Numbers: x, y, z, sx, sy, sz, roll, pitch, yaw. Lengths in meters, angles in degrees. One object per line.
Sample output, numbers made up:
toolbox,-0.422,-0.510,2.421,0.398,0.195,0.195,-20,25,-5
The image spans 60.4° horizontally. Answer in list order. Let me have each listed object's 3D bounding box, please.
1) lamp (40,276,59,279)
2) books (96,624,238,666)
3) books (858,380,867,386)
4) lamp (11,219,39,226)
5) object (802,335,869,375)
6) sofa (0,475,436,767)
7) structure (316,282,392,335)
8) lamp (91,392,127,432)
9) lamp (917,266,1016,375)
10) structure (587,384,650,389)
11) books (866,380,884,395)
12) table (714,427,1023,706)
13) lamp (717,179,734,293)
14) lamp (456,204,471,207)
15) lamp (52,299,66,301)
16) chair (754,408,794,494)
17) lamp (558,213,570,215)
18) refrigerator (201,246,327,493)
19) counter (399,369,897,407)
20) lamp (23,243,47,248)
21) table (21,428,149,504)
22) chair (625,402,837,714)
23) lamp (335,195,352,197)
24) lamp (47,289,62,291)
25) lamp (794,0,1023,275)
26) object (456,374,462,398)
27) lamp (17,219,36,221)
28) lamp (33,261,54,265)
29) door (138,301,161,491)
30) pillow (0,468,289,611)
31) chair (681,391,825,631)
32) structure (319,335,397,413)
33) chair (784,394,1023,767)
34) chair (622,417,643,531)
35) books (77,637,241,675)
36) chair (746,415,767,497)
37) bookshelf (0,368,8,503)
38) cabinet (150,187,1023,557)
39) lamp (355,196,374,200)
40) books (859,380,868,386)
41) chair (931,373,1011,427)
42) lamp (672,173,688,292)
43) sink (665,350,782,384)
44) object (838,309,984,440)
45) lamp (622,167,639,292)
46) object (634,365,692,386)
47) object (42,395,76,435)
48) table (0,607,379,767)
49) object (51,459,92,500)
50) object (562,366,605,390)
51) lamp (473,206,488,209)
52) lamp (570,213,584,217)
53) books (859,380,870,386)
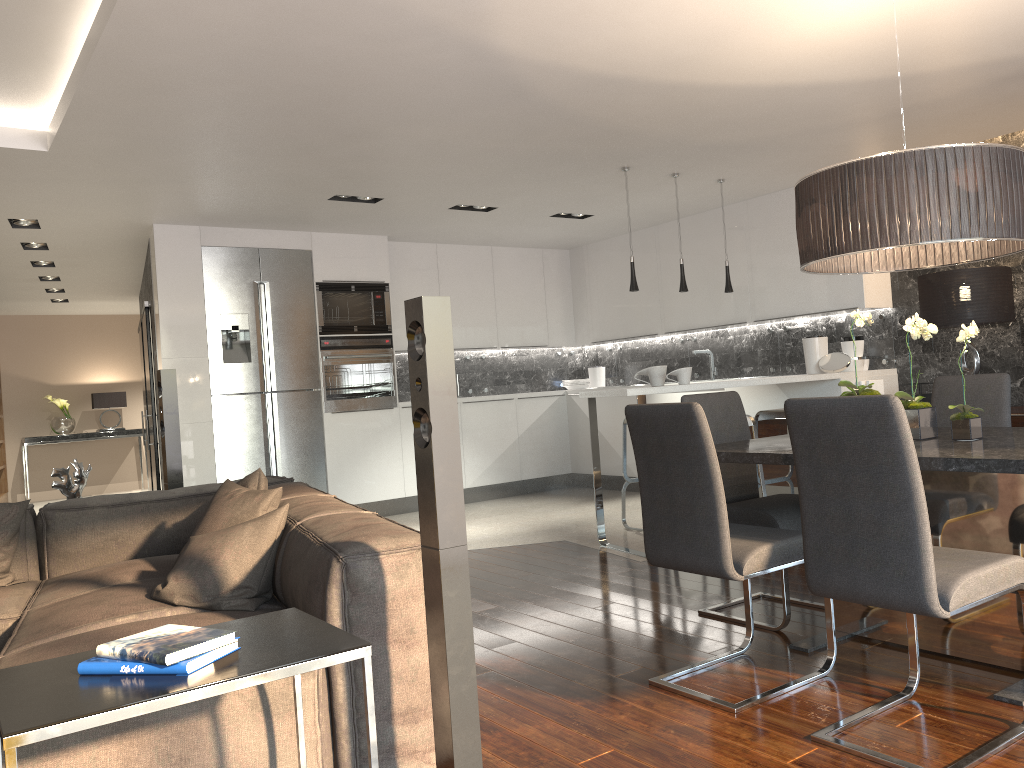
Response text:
lamp,-4.746,-1.113,9.037,0.185,0.077,0.169,-4,0,-25
books,-0.666,0.503,1.701,0.196,0.022,0.162,-4,0,31
books,2.598,0.097,6.467,0.184,0.244,0.018,-4,-1,-36
lamp,-3.599,-1.211,6.507,0.174,0.077,0.180,-4,0,11
object,2.537,-0.240,6.721,0.599,0.298,0.397,-4,0,-24
sofa,-1.853,0.837,2.819,2.857,0.704,2.376,-4,0,-25
structure,-1.533,-0.647,7.919,0.695,0.450,0.580,-4,-1,-35
lamp,-5.537,0.382,12.114,0.420,0.528,0.271,-4,-1,-35
lamp,3.088,-0.289,5.949,0.625,0.933,0.560,-3,-1,-45
structure,1.147,0.016,8.785,0.597,0.011,0.591,-4,0,-35
books,2.648,0.093,6.401,0.185,0.243,0.022,-4,-1,-36
table,1.515,0.578,3.149,1.096,0.760,1.518,-4,-1,-35
lamp,1.592,-1.105,6.577,0.061,0.845,0.055,-4,-1,-35
lamp,-0.387,-1.433,6.923,0.186,0.077,0.167,-4,-1,-35
lamp,-5.510,-1.047,10.714,0.185,0.077,0.169,-4,0,-25
chair,1.810,0.555,5.606,0.443,0.800,0.408,-4,-1,-35
lamp,0.437,-1.486,7.520,0.168,0.077,0.185,-4,0,31
refrigerator,-2.141,0.071,7.406,0.919,2.343,0.553,-4,-1,-35
counter,0.749,0.061,7.518,2.836,0.041,3.818,-4,0,-35
lamp,-3.982,-1.178,7.349,0.174,0.077,0.180,-4,0,11
table,-5.771,1.096,11.942,1.506,0.866,0.424,-4,-1,-36
chair,0.744,0.528,3.013,0.602,0.964,0.405,-4,-1,-35
lamp,-1.213,-1.379,6.324,0.186,0.077,0.167,-4,-1,-35
lamp,-5.127,-1.080,9.879,0.185,0.077,0.169,-4,0,-25
lamp,1.410,-1.000,3.182,0.824,1.102,0.784,-4,0,-11
object,-0.639,-0.022,8.614,0.306,0.336,0.057,-4,-1,-32
lamp,-3.529,-1.217,6.351,0.174,0.077,0.180,-4,0,10
lamp,-4.362,-1.146,8.190,0.185,0.077,0.169,-4,0,-25
door,-3.738,0.335,9.073,0.135,2.056,2.722,-4,-1,-24
pillow,-1.626,0.572,3.454,2.044,0.431,1.085,-4,0,16
chair,1.085,0.510,3.826,0.450,0.964,0.542,-4,-1,-35
structure,-1.469,-0.085,7.878,0.700,0.651,0.616,-4,-1,-35
chair,1.115,0.498,2.463,0.602,0.964,0.405,-4,-1,-35
chair,1.049,0.612,6.246,0.443,0.800,0.408,-4,-1,-35
books,-0.679,0.526,1.704,0.226,0.023,0.166,-4,0,14
chair,1.210,0.594,5.170,0.443,0.800,0.408,-4,-1,-35
bookshelf,-5.370,0.227,8.340,0.303,2.490,6.262,-4,-1,-24
cabinet,0.747,-0.222,5.844,4.686,2.501,6.557,-4,-1,-35
lamp,-1.059,-1.389,6.436,0.167,0.077,0.186,-4,-1,38
books,2.613,0.096,6.453,0.185,0.243,0.022,-4,-1,-36
chair,1.904,0.453,3.854,0.602,0.964,0.405,-4,-1,-35
lamp,1.198,-1.079,6.292,0.061,0.845,0.055,-4,-1,-35
sink,1.791,-0.053,7.830,0.536,0.520,1.092,-4,-1,-34
object,1.478,-0.052,3.271,0.327,0.501,0.543,-4,-1,-38
lamp,0.805,-1.054,6.006,0.061,0.845,0.055,-4,-1,-35
object,0.997,-0.055,5.760,0.198,0.133,0.415,-4,-1,-34
object,-6.042,0.405,11.790,0.281,0.546,0.337,-4,-1,30
table,-0.632,0.817,1.721,0.633,0.563,0.427,-4,-1,-35
object,-2.191,0.519,4.423,0.273,0.287,0.296,-4,-1,25
object,0.752,-0.063,9.433,0.371,0.234,0.526,-4,0,-25
lamp,-0.234,-1.443,7.035,0.167,0.077,0.186,-4,-1,38
lamp,0.590,-1.496,7.631,0.169,0.077,0.184,-4,0,26
books,2.605,0.096,6.423,0.184,0.244,0.018,-4,-1,-36
